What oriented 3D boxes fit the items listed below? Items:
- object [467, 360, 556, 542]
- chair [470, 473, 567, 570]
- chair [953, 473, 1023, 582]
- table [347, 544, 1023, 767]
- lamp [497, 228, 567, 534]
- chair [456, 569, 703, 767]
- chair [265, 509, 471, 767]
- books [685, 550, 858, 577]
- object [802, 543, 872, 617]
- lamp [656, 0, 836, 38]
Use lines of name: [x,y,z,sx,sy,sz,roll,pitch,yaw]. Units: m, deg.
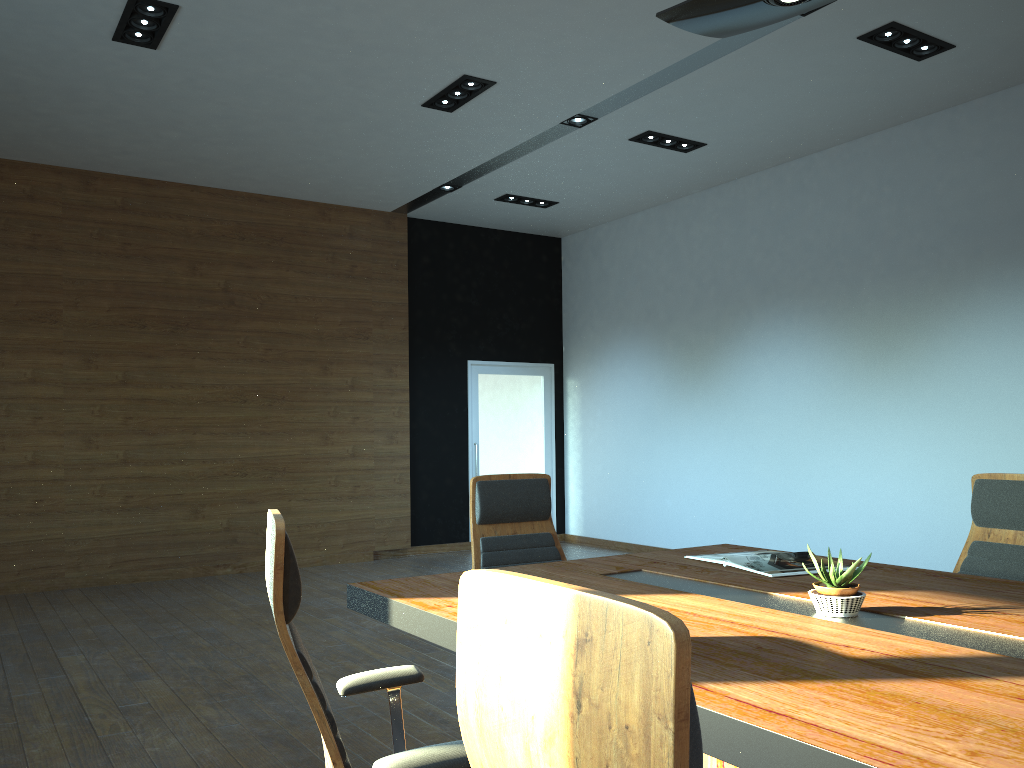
object: [-0.027,0.828,10.463,1.197,2.158,0.200,0,-1,-33]
chair: [0.161,0.934,3.562,0.706,1.127,0.697,0,-2,-30]
chair: [1.611,0.891,3.141,0.696,1.127,0.707,0,-2,-26]
table: [1.695,0.928,1.110,1.785,0.796,5.549,1,-4,-33]
lamp: [-1.963,-0.189,6.157,9.393,3.705,16.705,1,-4,-33]
chair: [0.316,0.785,1.117,0.696,1.127,0.707,0,-2,-33]
chair: [-0.210,0.845,2.011,0.696,1.127,0.707,0,-2,-18]
books: [0.954,0.650,3.294,0.389,0.033,0.545,1,-4,-21]
object: [0.877,0.526,2.389,0.153,0.187,0.178,-2,-2,32]
lamp: [0.891,-1.708,2.366,0.340,1.198,1.198,0,-2,-33]
